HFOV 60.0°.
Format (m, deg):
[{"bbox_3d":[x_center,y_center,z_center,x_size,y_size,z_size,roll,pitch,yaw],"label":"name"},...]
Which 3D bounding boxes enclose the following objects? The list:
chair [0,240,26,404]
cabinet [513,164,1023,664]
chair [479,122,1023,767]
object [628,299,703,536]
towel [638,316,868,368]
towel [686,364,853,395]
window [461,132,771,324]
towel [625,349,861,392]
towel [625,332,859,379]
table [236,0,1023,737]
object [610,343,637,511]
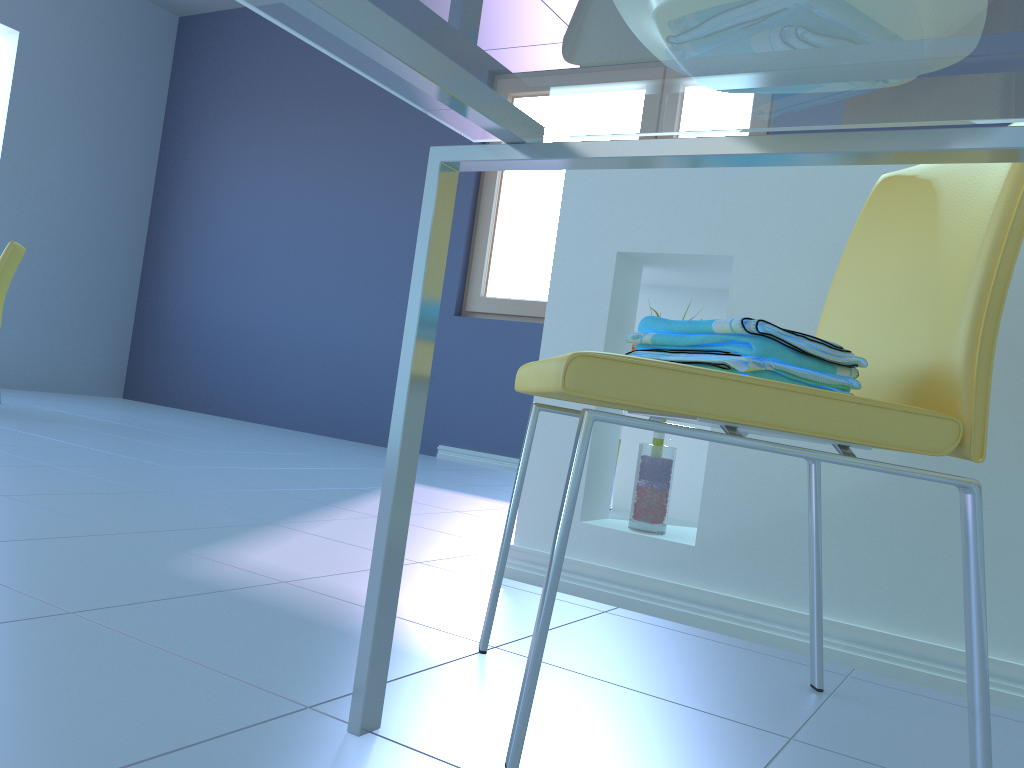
[{"bbox_3d":[-2.371,-0.282,3.726,0.484,0.699,0.387,8,-1,-23],"label":"chair"},{"bbox_3d":[1.371,0.160,2.150,2.139,0.800,2.200,7,-1,31],"label":"cabinet"},{"bbox_3d":[0.262,0.029,0.996,0.484,0.695,0.387,8,-1,-6],"label":"chair"},{"bbox_3d":[0.265,0.053,1.584,0.067,0.423,0.229,9,-1,-28],"label":"object"},{"bbox_3d":[0.261,-0.047,0.987,0.195,0.033,0.190,9,-1,-33],"label":"towel"},{"bbox_3d":[0.251,-0.003,0.990,0.195,0.024,0.201,9,-1,-40],"label":"towel"},{"bbox_3d":[0.456,-0.882,4.144,1.475,1.263,0.142,7,-1,31],"label":"window"},{"bbox_3d":[0.251,-0.016,0.985,0.195,0.024,0.201,9,-1,-34],"label":"towel"},{"bbox_3d":[0.255,-0.031,0.988,0.195,0.027,0.192,9,-1,-38],"label":"towel"},{"bbox_3d":[0.236,0.069,0.274,1.173,0.590,0.730,7,-1,31],"label":"table"},{"bbox_3d":[0.227,0.084,1.886,0.050,0.365,0.085,7,-1,29],"label":"object"}]
